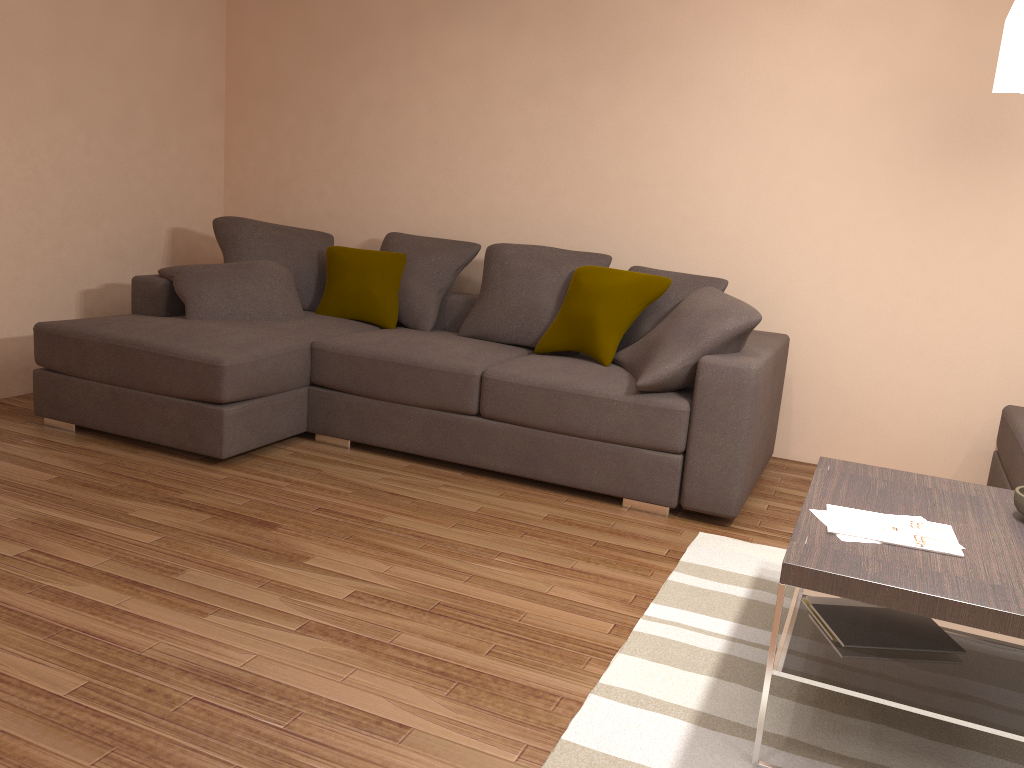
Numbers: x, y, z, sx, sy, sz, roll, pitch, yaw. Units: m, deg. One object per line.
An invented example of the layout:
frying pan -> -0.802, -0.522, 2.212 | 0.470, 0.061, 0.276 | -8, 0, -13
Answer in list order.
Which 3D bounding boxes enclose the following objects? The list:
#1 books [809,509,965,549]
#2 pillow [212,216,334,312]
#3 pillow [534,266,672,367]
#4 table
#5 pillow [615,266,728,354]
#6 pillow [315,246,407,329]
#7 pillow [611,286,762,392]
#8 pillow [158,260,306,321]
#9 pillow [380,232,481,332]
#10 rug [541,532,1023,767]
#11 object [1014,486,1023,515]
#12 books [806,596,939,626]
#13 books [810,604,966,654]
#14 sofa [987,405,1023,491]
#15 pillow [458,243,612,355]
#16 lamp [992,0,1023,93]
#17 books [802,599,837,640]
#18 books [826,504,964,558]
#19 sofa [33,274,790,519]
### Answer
books -> 1.025, 0.402, 2.445 | 0.332, 0.008, 0.241 | 4, 12, -3
pillow -> -1.483, -0.753, 5.667 | 0.806, 0.578, 0.483 | -1, 13, -27
pillow -> 0.478, -0.356, 4.668 | 0.382, 0.492, 0.658 | -6, 16, -42
table -> 1.243, 0.681, 2.543 | 0.856, 0.558, 1.110 | 10, 13, 22
pillow -> 0.748, -0.305, 4.842 | 0.399, 0.635, 0.811 | -1, 13, -24
pillow -> -0.922, -0.585, 5.471 | 0.631, 0.486, 0.335 | 8, 12, 15
pillow -> 0.812, -0.221, 4.252 | 0.560, 0.470, 0.749 | 3, 12, -6
pillow -> -1.584, -0.500, 5.110 | 0.792, 0.415, 0.645 | -2, 13, -27
pillow -> -0.628, -0.645, 5.583 | 0.787, 0.576, 0.431 | 14, 15, 37
rug -> 1.214, 0.954, 2.594 | 1.791, 0.024, 2.122 | 10, 13, 22
object -> 1.588, 0.371, 2.593 | 0.219, 0.081, 0.219 | 11, 13, 27
books -> 1.042, 0.671, 2.527 | 0.332, 0.008, 0.241 | 4, 12, -2
books -> 1.034, 0.676, 2.459 | 0.332, 0.008, 0.241 | 4, 12, -3
sofa -> 2.654, 0.692, 2.602 | 1.906, 0.776, 3.565 | 10, 13, 22
pillow -> 0.121, -0.499, 5.123 | 0.783, 0.590, 0.459 | 11, 13, 26
lamp -> 1.370, -0.896, 2.213 | 0.204, 0.220, 0.811 | 10, 13, 22
books -> 1.029, 0.682, 2.524 | 0.332, 0.013, 0.241 | 4, 12, -2
books -> 1.037, 0.399, 2.429 | 0.332, 0.010, 0.241 | 8, 12, 17
sofa -> -0.491, -0.023, 4.786 | 3.565, 0.776, 1.906 | 10, 13, 22
